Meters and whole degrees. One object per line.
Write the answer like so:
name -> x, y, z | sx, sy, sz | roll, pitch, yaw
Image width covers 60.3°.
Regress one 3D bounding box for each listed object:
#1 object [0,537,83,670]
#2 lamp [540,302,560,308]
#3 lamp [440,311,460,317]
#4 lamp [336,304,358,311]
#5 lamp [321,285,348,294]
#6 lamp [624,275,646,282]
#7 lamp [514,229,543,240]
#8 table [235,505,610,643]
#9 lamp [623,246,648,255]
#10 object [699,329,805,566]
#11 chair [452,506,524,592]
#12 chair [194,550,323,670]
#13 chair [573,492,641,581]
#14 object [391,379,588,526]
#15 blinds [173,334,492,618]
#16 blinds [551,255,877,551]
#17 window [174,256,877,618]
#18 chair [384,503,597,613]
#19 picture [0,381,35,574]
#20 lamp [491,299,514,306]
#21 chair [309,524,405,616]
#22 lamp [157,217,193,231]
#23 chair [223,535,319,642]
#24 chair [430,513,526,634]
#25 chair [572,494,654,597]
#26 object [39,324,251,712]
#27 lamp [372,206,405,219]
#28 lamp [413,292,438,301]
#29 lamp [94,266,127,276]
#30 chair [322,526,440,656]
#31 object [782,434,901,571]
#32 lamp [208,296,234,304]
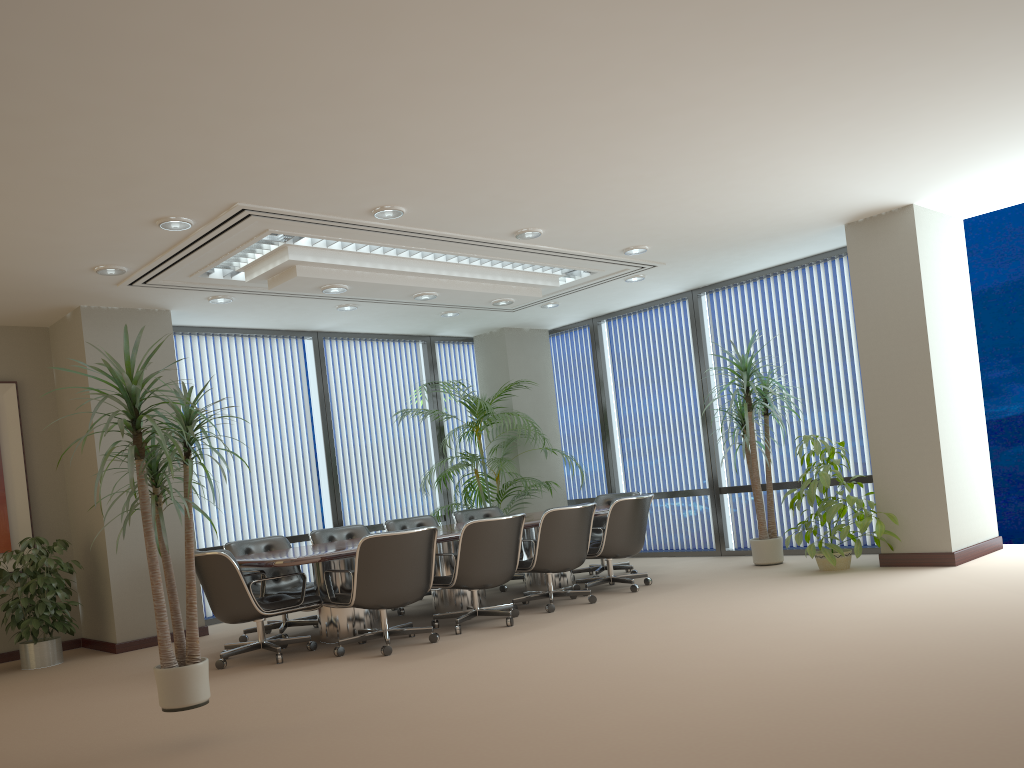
object -> -4.051, 1.843, 7.488 | 0.734, 1.091, 0.802 | -6, -2, -12
lamp -> 0.426, -0.883, 9.927 | 0.224, 0.035, 0.227 | -2, -7, -33
lamp -> -0.688, -0.773, 9.801 | 0.224, 0.035, 0.227 | -4, -6, -19
lamp -> -1.662, -0.765, 8.891 | 0.224, 0.035, 0.227 | -4, -6, -19
lamp -> -1.464, -0.776, 7.274 | 0.224, 0.035, 0.227 | -3, -7, -26
lamp -> 1.258, -1.074, 9.027 | 0.227, 0.035, 0.224 | -11, -8, 36
lamp -> 0.129, -1.176, 6.952 | 0.224, 0.035, 0.227 | -4, -6, -19
table -> -0.502, 1.669, 7.930 | 4.055, 0.747, 1.520 | -1, -8, -43
lamp -> 1.103, -1.184, 7.862 | 0.224, 0.035, 0.227 | -4, -6, -19
object -> 2.442, 0.657, 8.783 | 1.022, 2.310, 1.029 | -7, -1, 22
chair -> -0.148, 1.733, 9.368 | 0.755, 0.857, 0.859 | -4, -4, -38
chair -> -1.924, 1.623, 6.563 | 0.849, 0.857, 0.765 | -3, -4, -43
chair -> 0.968, 1.599, 9.267 | 0.849, 0.857, 0.765 | -3, -4, -43
object -> -0.307, 1.056, 10.507 | 2.158, 2.474, 2.103 | -5, -3, -23
blinds -> -1.674, 0.920, 10.485 | 4.877, 2.902, 0.032 | -2, -3, -43
blinds -> 2.052, 0.490, 10.328 | 0.050, 2.901, 4.971 | -6, -4, -43
window -> 0.219, 0.712, 10.435 | 7.374, 2.907, 3.546 | -7, -4, 2
chair -> -0.228, 1.615, 8.209 | 0.755, 0.855, 2.549 | -4, -6, -43
picture -> -4.923, 0.848, 7.648 | 1.290, 1.743, 0.058 | -4, -2, -43
lamp -> -0.088, -0.787, 8.560 | 0.224, 0.035, 0.227 | -4, -6, -19
chair -> -1.412, 1.750, 8.244 | 0.756, 0.857, 0.859 | -4, -4, -43
lamp -> -2.209, -1.045, 5.785 | 0.224, 0.035, 0.227 | -1, -8, -40
chair -> -2.004, 1.749, 7.636 | 0.859, 0.857, 0.756 | -9, -4, 42
chair -> -0.280, 1.490, 7.017 | 0.756, 0.857, 0.859 | -4, -4, -43
chair -> 0.912, 1.486, 8.186 | 0.859, 0.857, 0.732 | -9, -4, 42
object -> -1.702, 0.665, 4.281 | 0.809, 1.829, 0.815 | -7, -1, 22
lamp -> -0.844, -1.168, 6.042 | 0.227, 0.035, 0.224 | -11, -8, 36
lamp -> -0.776, -0.782, 7.917 | 0.224, 0.035, 0.227 | -4, -6, -19
lamp -> -3.041, -0.854, 6.686 | 0.224, 0.035, 0.227 | -3, -7, -26
chair -> -0.951, 1.502, 6.450 | 0.750, 0.857, 0.864 | -4, -4, -39
object -> 2.900, 1.087, 7.914 | 0.983, 1.310, 0.856 | -7, -2, 17
lamp -> -2.635, -0.757, 7.981 | 0.224, 0.035, 0.227 | -3, -7, -26
